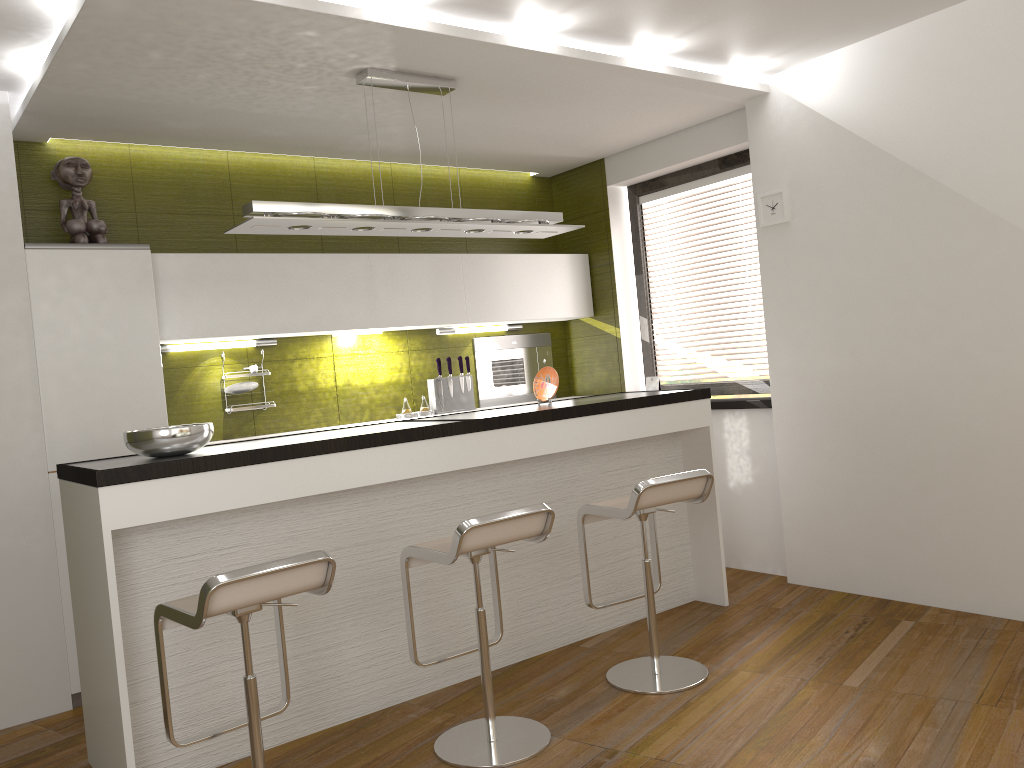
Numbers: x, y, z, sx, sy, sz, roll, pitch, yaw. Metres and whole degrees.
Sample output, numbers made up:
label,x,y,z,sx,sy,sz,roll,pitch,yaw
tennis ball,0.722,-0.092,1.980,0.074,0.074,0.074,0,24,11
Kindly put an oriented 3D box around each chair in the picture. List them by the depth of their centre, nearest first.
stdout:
label,x,y,z,sx,sy,sz,roll,pitch,yaw
chair,-0.769,0.935,2.651,0.418,0.857,0.460,-6,2,-42
chair,-0.097,0.862,3.161,0.418,0.857,0.460,-6,1,-37
chair,0.575,0.788,3.671,0.418,0.857,0.460,-6,1,-32

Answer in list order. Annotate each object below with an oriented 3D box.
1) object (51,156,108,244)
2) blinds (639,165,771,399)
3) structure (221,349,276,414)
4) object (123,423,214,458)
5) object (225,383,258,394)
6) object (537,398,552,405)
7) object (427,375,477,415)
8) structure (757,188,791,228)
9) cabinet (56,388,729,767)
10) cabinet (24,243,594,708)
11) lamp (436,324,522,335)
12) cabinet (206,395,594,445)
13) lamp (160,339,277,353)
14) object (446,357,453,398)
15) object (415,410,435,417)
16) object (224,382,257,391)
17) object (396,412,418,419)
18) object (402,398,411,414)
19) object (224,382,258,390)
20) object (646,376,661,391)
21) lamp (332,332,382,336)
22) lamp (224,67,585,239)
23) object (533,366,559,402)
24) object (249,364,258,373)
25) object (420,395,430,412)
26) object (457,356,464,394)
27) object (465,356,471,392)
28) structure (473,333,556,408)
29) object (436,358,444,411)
label,x,y,z,sx,sy,sz,roll,pitch,yaw
object,-2.108,-0.883,4.332,0.195,0.488,0.304,-6,1,-39
blinds,1.614,-3.289,9.601,16.000,12.704,9.030,-5,1,3
structure,-1.467,-0.018,4.918,0.266,0.346,0.110,-6,1,-37
object,-1.263,0.212,3.275,0.311,0.105,0.311,-6,1,-24
object,-1.483,0.024,4.862,0.181,0.052,0.173,-6,1,-37
object,0.179,0.037,4.569,0.072,0.131,0.088,-6,2,-42
object,-0.386,0.070,5.656,0.293,0.227,0.107,-6,1,-37
structure,1.405,-0.946,4.764,0.026,0.180,0.180,-6,1,-37
cabinet,-0.292,0.725,3.968,2.947,1.134,0.663,-6,1,-37
cabinet,-0.895,0.277,5.269,3.471,2.089,0.724,-6,1,-37
lamp,-0.207,-0.363,5.893,0.716,0.041,0.095,-6,1,-37
cabinet,-0.562,0.749,5.340,2.940,1.086,0.465,-6,1,-37
lamp,-1.634,-0.207,4.850,0.715,0.041,0.041,-6,1,-37
object,-0.394,-0.039,5.605,0.042,0.264,0.013,-6,1,-37
object,-0.543,0.184,5.538,0.107,0.032,0.107,-6,1,-25
object,-1.483,0.021,4.862,0.181,0.052,0.173,-6,1,-37
object,-0.645,0.196,5.445,0.107,0.032,0.107,-6,1,-36
object,-0.650,0.141,5.444,0.059,0.121,0.059,-5,1,9
object,-1.484,0.018,4.863,0.181,0.052,0.173,-6,1,-37
object,0.922,0.038,5.782,0.057,0.169,0.106,-6,2,-42
lamp,-0.938,-0.303,5.395,0.334,0.008,0.008,-6,1,-37
lamp,-0.437,-1.027,3.966,1.677,0.683,0.326,-6,1,-37
object,0.175,0.000,4.570,0.055,0.178,0.184,-6,1,-41
object,-1.443,-0.082,4.951,0.046,0.053,0.051,-6,1,-5
object,-0.548,0.130,5.537,0.059,0.121,0.059,-5,1,20
object,-0.324,-0.057,5.658,0.036,0.243,0.013,-6,1,-37
object,-0.284,-0.063,5.689,0.040,0.231,0.013,-6,1,-37
structure,0.030,-0.100,6.101,0.663,0.469,0.015,-6,1,-37
object,-0.453,0.005,5.558,0.046,0.339,0.013,-6,1,-37
